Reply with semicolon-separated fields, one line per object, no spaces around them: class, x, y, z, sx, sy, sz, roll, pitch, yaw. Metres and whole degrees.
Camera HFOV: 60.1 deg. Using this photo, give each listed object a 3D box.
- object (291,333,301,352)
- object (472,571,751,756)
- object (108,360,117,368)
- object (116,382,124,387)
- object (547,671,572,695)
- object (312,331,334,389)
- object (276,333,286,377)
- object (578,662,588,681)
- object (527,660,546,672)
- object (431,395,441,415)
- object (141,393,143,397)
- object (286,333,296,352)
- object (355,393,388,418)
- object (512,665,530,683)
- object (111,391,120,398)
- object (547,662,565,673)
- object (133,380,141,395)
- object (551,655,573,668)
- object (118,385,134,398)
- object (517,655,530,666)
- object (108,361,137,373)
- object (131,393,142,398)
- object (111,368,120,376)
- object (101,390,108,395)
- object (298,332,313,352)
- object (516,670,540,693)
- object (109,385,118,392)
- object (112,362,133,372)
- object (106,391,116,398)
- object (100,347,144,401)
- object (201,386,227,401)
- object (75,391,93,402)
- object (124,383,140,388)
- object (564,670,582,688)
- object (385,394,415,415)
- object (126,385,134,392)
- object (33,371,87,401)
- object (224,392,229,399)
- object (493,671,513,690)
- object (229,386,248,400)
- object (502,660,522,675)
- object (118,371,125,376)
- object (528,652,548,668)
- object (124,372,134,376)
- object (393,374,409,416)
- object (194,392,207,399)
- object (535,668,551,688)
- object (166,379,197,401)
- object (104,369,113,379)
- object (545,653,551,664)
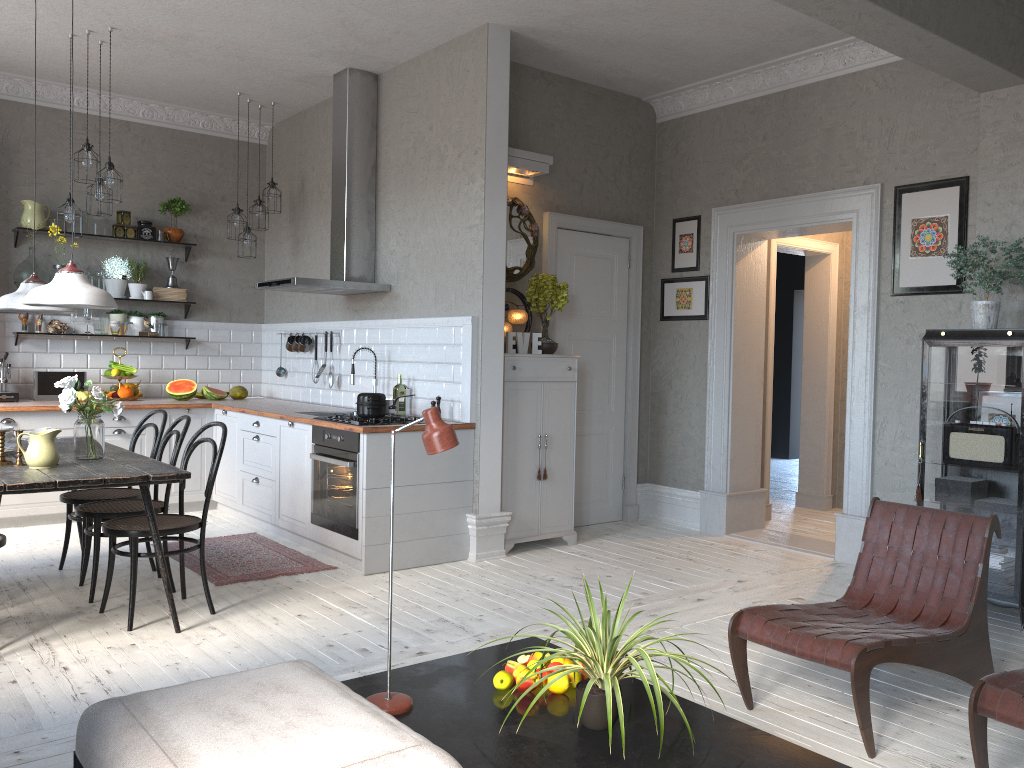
object;-1.744;-0.341;7.276;0.110;0.161;0.134;0;2;-36
object;0.247;0.712;2.398;0.742;0.420;0.653;1;2;-20
object;-3.150;-0.157;7.001;0.050;0.058;0.074;2;2;29
object;-3.149;0.034;7.119;0.087;0.093;0.085;0;2;-42
object;0.137;0.872;2.585;0.071;0.066;0.069;0;2;-23
object;-1.474;-0.189;6.877;0.083;0.443;0.322;0;2;-38
object;-1.977;-0.248;7.582;0.078;0.379;0.081;0;2;-38
object;0.209;0.875;2.700;0.058;0.058;0.055;1;2;-14
object;0.074;0.871;2.702;0.061;0.058;0.062;1;2;6
object;-0.474;0.153;5.512;0.074;0.167;0.035;0;2;-38
object;-3.098;0.080;7.161;0.217;0.044;0.054;1;2;-1
object;-1.822;-0.346;7.374;0.110;0.161;0.134;0;2;-26
object;-0.844;0.129;5.319;0.189;0.147;0.194;2;2;31
object;0.029;0.872;2.656;0.057;0.058;0.058;2;2;34
object;-3.172;0.094;7.021;0.225;0.076;0.071;2;2;33
object;0.134;0.873;2.691;0.057;0.058;0.058;3;2;42
object;-3.035;0.024;7.147;0.062;0.120;0.124;1;2;-14
object;0.158;0.868;2.765;0.075;0.064;0.075;1;2;-8
object;-3.041;0.062;6.969;0.110;0.110;0.114;2;2;19
object;0.046;0.878;2.824;0.049;0.036;0.060;0;2;-27
object;-3.095;-0.136;7.040;0.215;0.101;0.066;0;2;-32
object;-3.011;0.094;7.078;0.089;0.051;0.068;2;2;9
object;-3.119;-0.091;6.968;0.060;0.069;0.078;1;2;-19
object;-3.228;0.081;7.002;0.077;0.072;0.150;1;2;-8
object;-1.675;-0.337;7.172;0.110;0.161;0.135;1;2;-21
object;0.045;0.870;2.588;0.068;0.066;0.069;0;2;-33
object;-3.179;0.044;7.105;0.079;0.076;0.152;1;2;-11
object;-3.113;-0.128;7.111;0.183;0.096;0.087;1;2;-19
object;-3.174;0.085;6.999;0.086;0.057;0.087;1;2;-6
object;-3.123;-0.081;7.053;0.345;0.425;0.359;3;2;37
object;-2.448;0.075;7.321;0.145;0.127;0.229;2;2;35
object;-3.280;0.095;6.727;0.201;0.083;0.185;0;2;-38
object;-3.061;0.017;7.136;0.058;0.056;0.129;3;2;44
object;0.177;0.873;2.645;0.061;0.063;0.062;1;2;-7
object;-0.767;0.127;5.667;0.305;0.134;0.174;1;2;-4
object;-3.054;0.048;7.052;0.089;0.078;0.087;1;2;-12
object;-3.479;0.016;6.819;0.359;0.226;0.086;0;2;-39
object;-2.475;0.095;7.519;0.119;0.073;0.202;2;2;15
object;-0.027;0.874;2.609;0.059;0.055;0.069;2;2;19
object;-2.335;0.074;7.567;0.131;0.119;0.206;2;2;15
object;0.009;0.879;2.728;0.066;0.039;0.065;0;2;-33
object;-3.096;-0.069;7.006;0.065;0.061;0.065;0;2;-38
object;0.081;0.868;2.765;0.062;0.062;0.061;2;2;33
object;-3.072;-0.069;7.068;0.099;0.062;0.077;2;2;24
object;-0.742;0.077;5.959;0.091;0.282;0.080;0;2;-38
object;-2.628;0.095;7.518;0.203;0.067;0.101;0;2;-32
object;0.092;0.874;2.637;0.059;0.056;0.059;3;2;38
object;-2.684;0.050;7.195;0.239;0.174;0.215;1;2;-17
object;-3.177;-0.078;7.017;0.099;0.078;0.098;3;2;39
object;0.118;0.878;2.831;0.048;0.037;0.066;1;2;-11
